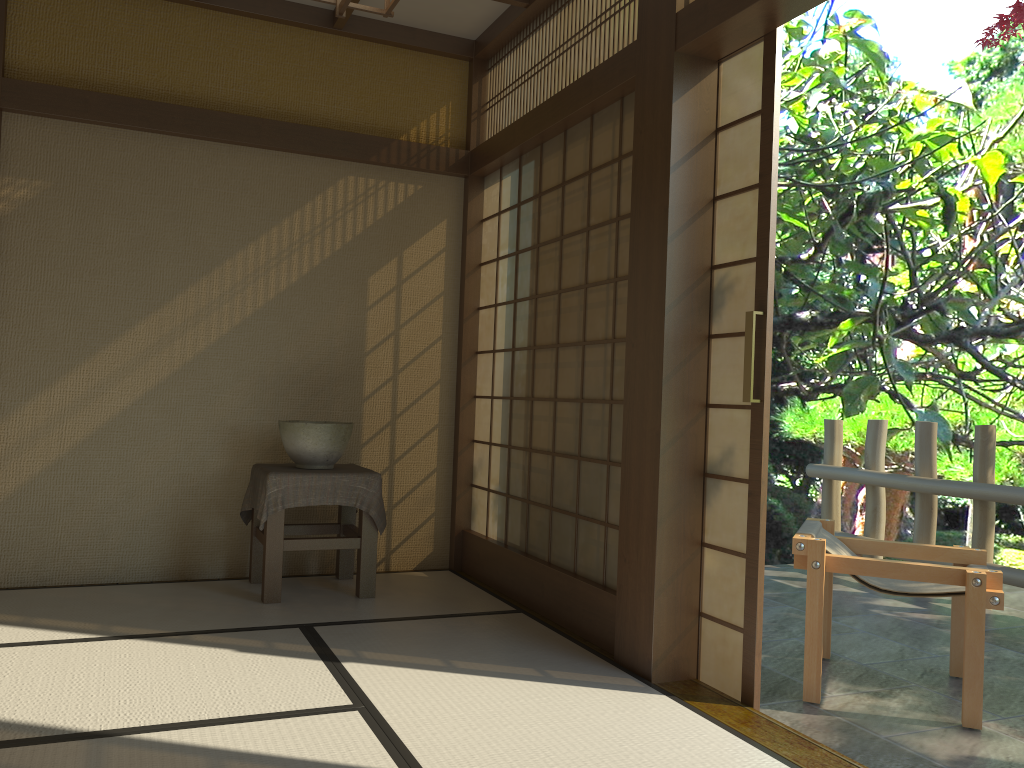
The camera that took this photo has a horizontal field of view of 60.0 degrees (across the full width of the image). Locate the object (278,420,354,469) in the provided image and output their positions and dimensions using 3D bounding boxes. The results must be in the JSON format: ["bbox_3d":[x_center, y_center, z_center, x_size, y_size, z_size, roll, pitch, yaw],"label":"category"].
[{"bbox_3d":[-0.959,0.297,4.335,0.358,0.230,0.357,2,-1,36],"label":"object"}]

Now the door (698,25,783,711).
[{"bbox_3d":[0.443,-0.047,3.776,0.073,2.380,1.894,3,-1,-24],"label":"door"}]

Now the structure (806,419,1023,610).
[{"bbox_3d":[3.654,0.798,2.854,0.245,1.136,7.456,3,-1,-24],"label":"structure"}]

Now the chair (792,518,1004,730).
[{"bbox_3d":[1.486,0.887,3.475,0.704,0.598,0.698,2,-1,23],"label":"chair"}]

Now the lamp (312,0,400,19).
[{"bbox_3d":[-0.311,-1.358,1.841,0.240,1.129,0.240,3,-1,-24],"label":"lamp"}]

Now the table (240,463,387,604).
[{"bbox_3d":[-0.981,0.705,4.340,0.629,0.595,0.633,3,-1,-24],"label":"table"}]

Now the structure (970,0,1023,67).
[{"bbox_3d":[4.150,-0.557,3.937,3.045,4.004,3.412,2,-1,9],"label":"structure"}]
